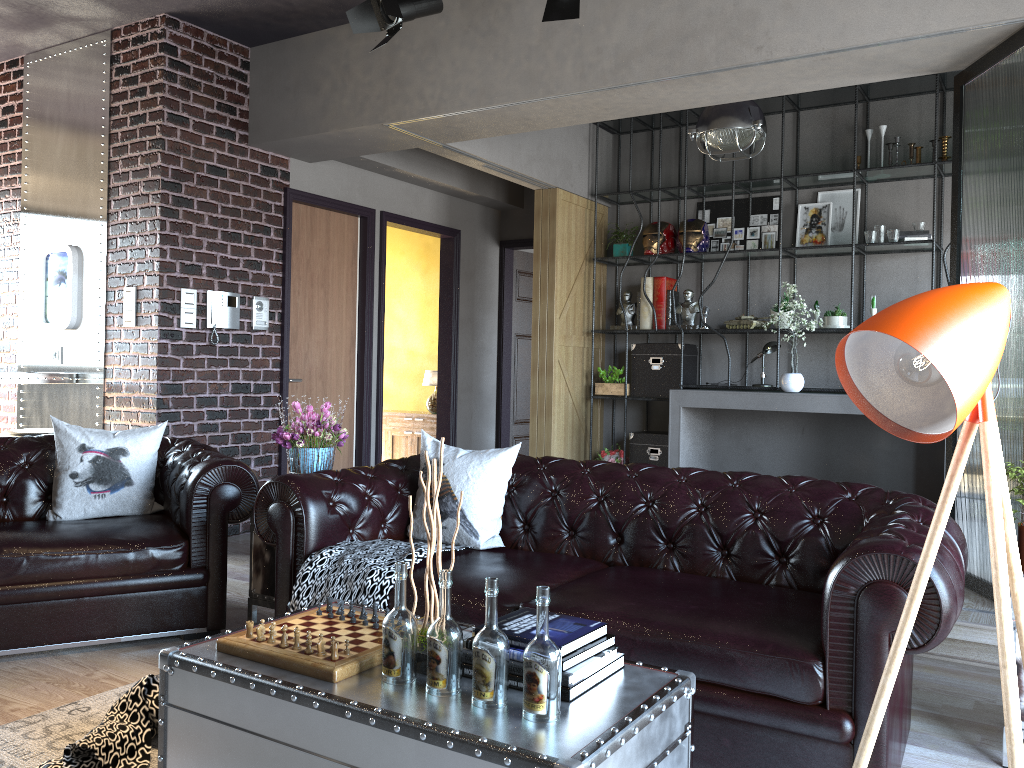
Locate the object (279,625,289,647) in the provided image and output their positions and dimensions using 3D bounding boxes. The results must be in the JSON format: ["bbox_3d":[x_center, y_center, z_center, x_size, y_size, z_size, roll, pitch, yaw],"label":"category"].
[{"bbox_3d":[-0.591,0.652,2.300,0.025,0.055,0.025,1,0,-13],"label":"object"}]

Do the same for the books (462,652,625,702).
[{"bbox_3d":[0.074,0.711,2.247,0.324,0.035,0.305,2,1,32],"label":"books"}]

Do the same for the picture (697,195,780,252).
[{"bbox_3d":[1.966,-1.368,7.742,0.749,0.503,0.058,2,0,32],"label":"picture"}]

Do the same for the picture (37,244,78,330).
[{"bbox_3d":[-3.208,-0.680,6.260,0.412,0.599,0.047,1,0,32],"label":"picture"}]

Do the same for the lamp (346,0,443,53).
[{"bbox_3d":[-0.628,-2.076,4.883,0.559,0.512,0.359,1,1,-38],"label":"lamp"}]

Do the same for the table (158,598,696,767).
[{"bbox_3d":[-0.237,0.947,2.293,1.254,0.469,0.684,2,1,32],"label":"table"}]

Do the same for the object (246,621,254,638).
[{"bbox_3d":[-0.702,0.656,2.372,0.019,0.040,0.019,1,0,36],"label":"object"}]

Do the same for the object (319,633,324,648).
[{"bbox_3d":[-0.494,0.663,2.293,0.017,0.037,0.017,1,0,25],"label":"object"}]

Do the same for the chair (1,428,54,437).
[{"bbox_3d":[-2.948,0.678,5.539,0.439,0.781,0.439,1,0,10],"label":"chair"}]

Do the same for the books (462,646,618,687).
[{"bbox_3d":[0.068,0.680,2.237,0.315,0.026,0.270,2,1,32],"label":"books"}]

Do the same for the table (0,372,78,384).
[{"bbox_3d":[-3.656,0.487,5.620,0.656,1.130,1.599,1,1,32],"label":"table"}]

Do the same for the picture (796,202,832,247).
[{"bbox_3d":[2.494,-1.291,7.328,0.268,0.414,0.101,1,0,32],"label":"picture"}]

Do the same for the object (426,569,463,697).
[{"bbox_3d":[-0.158,0.586,2.096,0.088,0.290,0.084,1,0,37],"label":"object"}]

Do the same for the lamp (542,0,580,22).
[{"bbox_3d":[0.245,-2.042,4.343,0.359,0.525,0.540,1,1,17],"label":"lamp"}]

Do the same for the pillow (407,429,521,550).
[{"bbox_3d":[-0.217,0.444,3.831,0.528,0.469,0.283,2,0,35],"label":"pillow"}]

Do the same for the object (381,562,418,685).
[{"bbox_3d":[-0.273,0.582,2.167,0.088,0.290,0.084,1,0,37],"label":"object"}]

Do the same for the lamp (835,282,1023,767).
[{"bbox_3d":[2.590,0.512,2.496,3.831,1.456,0.583,1,0,-16],"label":"lamp"}]

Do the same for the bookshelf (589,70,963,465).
[{"bbox_3d":[2.749,-0.666,6.990,4.484,3.282,0.526,2,0,32],"label":"bookshelf"}]

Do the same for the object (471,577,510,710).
[{"bbox_3d":[-0.048,0.590,2.027,0.088,0.290,0.084,1,0,37],"label":"object"}]

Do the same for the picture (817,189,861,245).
[{"bbox_3d":[2.668,-1.337,7.271,0.332,0.515,0.119,1,0,32],"label":"picture"}]

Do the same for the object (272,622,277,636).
[{"bbox_3d":[-0.642,0.659,2.389,0.017,0.037,0.017,1,0,25],"label":"object"}]

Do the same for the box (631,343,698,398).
[{"bbox_3d":[1.346,-0.121,7.842,0.489,0.481,0.374,2,1,32],"label":"box"}]

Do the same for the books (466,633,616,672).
[{"bbox_3d":[0.075,0.654,2.247,0.282,0.026,0.266,2,1,34],"label":"books"}]

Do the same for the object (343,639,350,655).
[{"bbox_3d":[-0.419,0.666,2.248,0.017,0.037,0.017,1,0,25],"label":"object"}]

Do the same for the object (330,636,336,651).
[{"bbox_3d":[-0.458,0.664,2.272,0.017,0.037,0.017,1,0,25],"label":"object"}]

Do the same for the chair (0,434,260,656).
[{"bbox_3d":[-2.064,0.688,4.206,1.492,0.845,1.245,1,1,-28],"label":"chair"}]

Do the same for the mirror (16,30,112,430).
[{"bbox_3d":[-3.188,-0.680,6.291,1.048,3.460,0.050,1,0,32],"label":"mirror"}]

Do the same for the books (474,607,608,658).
[{"bbox_3d":[0.076,0.626,2.247,0.251,0.030,0.236,2,1,34],"label":"books"}]

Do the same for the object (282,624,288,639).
[{"bbox_3d":[-0.605,0.660,2.365,0.017,0.037,0.017,1,0,25],"label":"object"}]

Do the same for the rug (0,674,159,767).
[{"bbox_3d":[-0.251,1.166,2.931,2.475,0.003,2.254,2,1,32],"label":"rug"}]

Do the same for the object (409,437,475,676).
[{"bbox_3d":[-0.192,0.431,2.293,0.156,0.583,0.185,1,0,32],"label":"object"}]

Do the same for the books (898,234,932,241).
[{"bbox_3d":[3.119,-1.132,6.871,0.243,0.024,0.175,2,1,28],"label":"books"}]

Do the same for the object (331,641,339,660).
[{"bbox_3d":[-0.442,0.664,2.209,0.019,0.040,0.019,1,0,36],"label":"object"}]

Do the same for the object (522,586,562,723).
[{"bbox_3d":[0.067,0.593,1.956,0.088,0.290,0.084,1,0,37],"label":"object"}]

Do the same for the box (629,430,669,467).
[{"bbox_3d":[1.329,0.664,7.844,0.489,0.481,0.374,2,1,32],"label":"box"}]

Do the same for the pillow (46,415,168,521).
[{"bbox_3d":[-1.974,0.403,4.349,0.541,0.502,0.290,1,0,-20],"label":"pillow"}]

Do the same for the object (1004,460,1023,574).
[{"bbox_3d":[1.714,0.428,2.884,0.297,0.363,0.270,1,0,-13],"label":"object"}]

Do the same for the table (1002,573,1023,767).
[{"bbox_3d":[1.826,0.910,2.858,0.405,0.609,0.417,1,0,32],"label":"table"}]

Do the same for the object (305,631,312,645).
[{"bbox_3d":[-0.530,0.662,2.315,0.017,0.037,0.017,1,0,25],"label":"object"}]

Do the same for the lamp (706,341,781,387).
[{"bbox_3d":[1.965,-0.171,7.489,0.204,0.371,0.740,1,1,-34],"label":"lamp"}]

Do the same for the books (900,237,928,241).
[{"bbox_3d":[3.107,-1.109,6.877,0.166,0.024,0.227,1,1,11],"label":"books"}]

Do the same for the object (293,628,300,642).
[{"bbox_3d":[-0.569,0.661,2.341,0.017,0.037,0.017,1,0,25],"label":"object"}]

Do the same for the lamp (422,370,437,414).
[{"bbox_3d":[-0.755,0.387,8.943,0.291,1.045,0.441,1,0,5],"label":"lamp"}]

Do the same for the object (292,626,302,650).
[{"bbox_3d":[-0.552,0.651,2.278,0.025,0.058,0.025,1,0,-13],"label":"object"}]

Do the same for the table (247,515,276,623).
[{"bbox_3d":[-0.956,0.829,4.203,0.417,0.609,0.405,1,0,32],"label":"table"}]

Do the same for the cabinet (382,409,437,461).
[{"bbox_3d":[-1.172,0.660,9.195,1.432,0.750,0.408,2,1,32],"label":"cabinet"}]

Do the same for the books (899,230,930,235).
[{"bbox_3d":[3.109,-1.159,6.871,0.225,0.029,0.179,2,1,24],"label":"books"}]

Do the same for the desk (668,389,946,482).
[{"bbox_3d":[2.395,0.515,6.994,2.130,0.886,0.845,2,1,32],"label":"desk"}]

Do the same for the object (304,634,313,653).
[{"bbox_3d":[-0.516,0.658,2.255,0.022,0.047,0.022,1,0,-26],"label":"object"}]

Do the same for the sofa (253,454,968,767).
[{"bbox_3d":[0.326,0.755,3.411,2.566,0.838,1.239,2,1,31],"label":"sofa"}]

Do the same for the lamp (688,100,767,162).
[{"bbox_3d":[1.492,-2.136,6.127,0.534,1.149,0.515,1,0,9],"label":"lamp"}]
